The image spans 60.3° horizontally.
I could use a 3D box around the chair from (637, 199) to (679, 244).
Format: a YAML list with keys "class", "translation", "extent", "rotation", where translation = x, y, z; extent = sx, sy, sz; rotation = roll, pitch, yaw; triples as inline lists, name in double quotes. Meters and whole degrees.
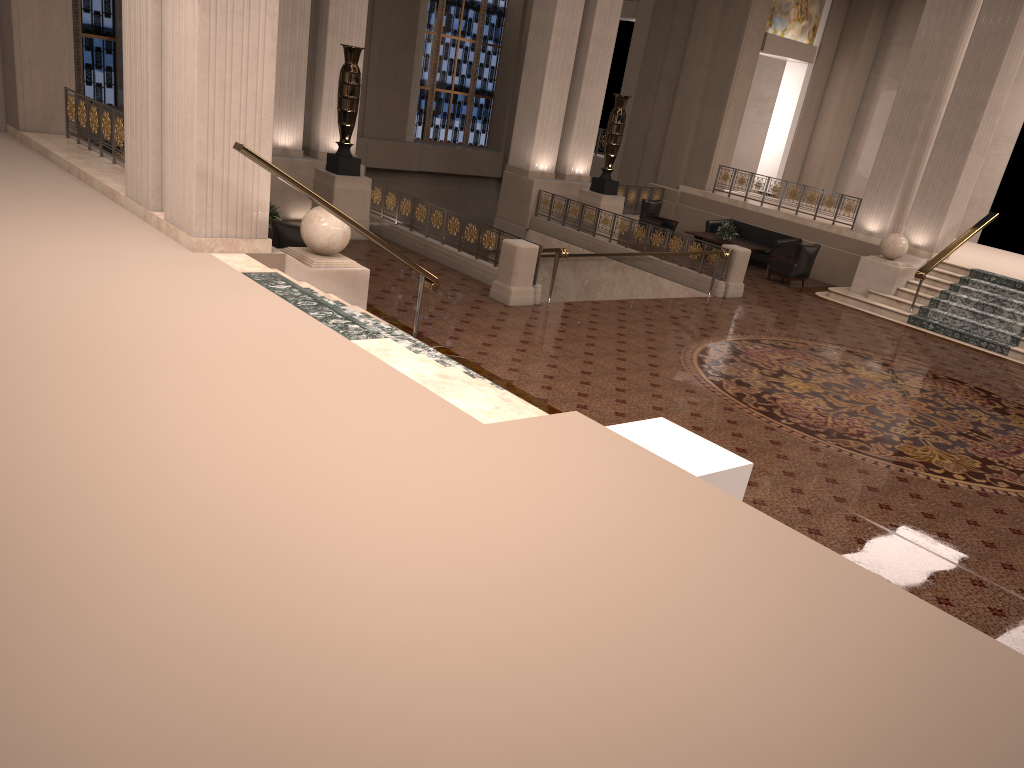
- class: "chair"
  translation: [3.179, -3.554, 19.291]
  extent: [0.639, 0.880, 0.698]
  rotation: [-13, 32, -44]

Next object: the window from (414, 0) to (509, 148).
- class: "window"
  translation: [-1.442, -9.336, 23.811]
  extent: [2.958, 5.589, 0.067]
  rotation: [-9, 30, -38]

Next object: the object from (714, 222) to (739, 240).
- class: "object"
  translation: [4.450, -3.174, 18.237]
  extent: [0.503, 0.392, 0.503]
  rotation: [6, 21, -10]

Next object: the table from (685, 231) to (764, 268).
- class: "table"
  translation: [4.385, -2.796, 18.426]
  extent: [0.831, 0.455, 1.430]
  rotation: [-8, 27, -41]

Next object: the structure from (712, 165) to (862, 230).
- class: "structure"
  translation: [5.853, -4.078, 19.070]
  extent: [0.031, 0.652, 3.582]
  rotation: [-12, 29, -40]

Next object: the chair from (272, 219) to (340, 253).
- class: "chair"
  translation: [-2.509, -1.540, 10.699]
  extent: [0.646, 0.880, 0.690]
  rotation: [13, 22, 6]

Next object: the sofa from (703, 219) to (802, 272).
- class: "sofa"
  translation: [5.102, -3.001, 18.953]
  extent: [0.866, 0.738, 1.864]
  rotation: [-9, 28, -41]

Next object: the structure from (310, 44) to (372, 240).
- class: "structure"
  translation: [-2.603, -3.756, 13.801]
  extent: [0.693, 2.908, 0.679]
  rotation: [-11, 31, -39]

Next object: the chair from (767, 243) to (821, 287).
- class: "chair"
  translation: [5.459, -2.365, 17.148]
  extent: [0.641, 0.880, 0.695]
  rotation: [-10, 29, -40]

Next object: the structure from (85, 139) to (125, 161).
- class: "structure"
  translation: [-5.320, -3.333, 13.604]
  extent: [2.512, 0.682, 0.031]
  rotation: [-7, 29, -39]

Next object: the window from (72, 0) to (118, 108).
- class: "window"
  translation: [-9.324, -8.456, 17.253]
  extent: [2.958, 5.589, 0.067]
  rotation: [-9, 30, -38]

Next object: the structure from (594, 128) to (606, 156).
- class: "structure"
  translation: [1.918, -6.493, 23.297]
  extent: [0.030, 0.697, 2.090]
  rotation: [-12, 29, -40]

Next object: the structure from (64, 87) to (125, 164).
- class: "structure"
  translation: [-4.666, -2.904, 10.317]
  extent: [0.031, 0.652, 3.582]
  rotation: [-12, 29, -40]

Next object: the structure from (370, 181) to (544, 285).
- class: "structure"
  translation: [-1.148, -2.486, 13.740]
  extent: [0.078, 0.561, 4.785]
  rotation: [-11, 29, -40]

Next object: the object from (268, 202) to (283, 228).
- class: "object"
  translation: [-3.286, -2.268, 11.681]
  extent: [0.503, 0.392, 0.503]
  rotation: [6, 21, -10]

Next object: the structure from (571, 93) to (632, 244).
- class: "structure"
  translation: [1.898, -4.259, 17.546]
  extent: [0.693, 2.908, 0.679]
  rotation: [-11, 31, -39]

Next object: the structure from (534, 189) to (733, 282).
- class: "structure"
  translation: [2.065, -2.845, 16.413]
  extent: [0.078, 0.561, 4.789]
  rotation: [-12, 29, -40]

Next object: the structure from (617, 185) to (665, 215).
- class: "structure"
  translation: [2.608, -4.219, 20.200]
  extent: [2.512, 0.682, 0.031]
  rotation: [-7, 29, -40]

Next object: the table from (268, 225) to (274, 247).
- class: "table"
  translation: [-3.502, -1.916, 11.864]
  extent: [0.831, 0.455, 1.430]
  rotation: [-8, 27, -41]
